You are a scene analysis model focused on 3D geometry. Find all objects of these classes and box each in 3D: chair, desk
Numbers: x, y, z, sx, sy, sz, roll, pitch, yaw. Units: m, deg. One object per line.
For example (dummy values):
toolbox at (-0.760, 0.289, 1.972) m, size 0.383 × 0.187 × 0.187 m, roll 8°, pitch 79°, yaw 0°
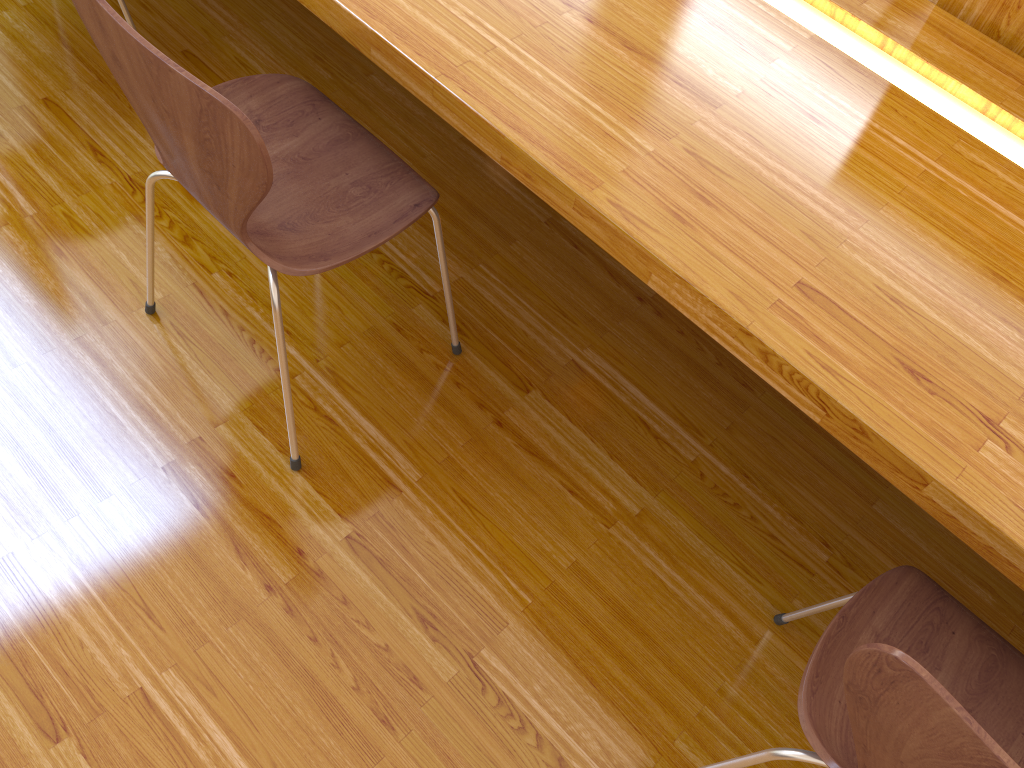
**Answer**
chair at (-0.321, -0.284, 1.306) m, size 0.428 × 0.693 × 0.381 m, roll 42°, pitch 60°, yaw 18°
desk at (2.052, -1.248, 1.955) m, size 0.760 × 0.606 × 3.185 m, roll 42°, pitch 60°, yaw 18°
chair at (0.491, 0.415, 0.981) m, size 0.428 × 0.693 × 0.381 m, roll 42°, pitch 60°, yaw 18°
chair at (-1.003, -0.908, 1.604) m, size 0.428 × 0.693 × 0.381 m, roll 42°, pitch 60°, yaw 18°
desk at (0.125, -0.415, 1.529) m, size 3.185 × 0.606 × 0.760 m, roll 42°, pitch 60°, yaw 18°
